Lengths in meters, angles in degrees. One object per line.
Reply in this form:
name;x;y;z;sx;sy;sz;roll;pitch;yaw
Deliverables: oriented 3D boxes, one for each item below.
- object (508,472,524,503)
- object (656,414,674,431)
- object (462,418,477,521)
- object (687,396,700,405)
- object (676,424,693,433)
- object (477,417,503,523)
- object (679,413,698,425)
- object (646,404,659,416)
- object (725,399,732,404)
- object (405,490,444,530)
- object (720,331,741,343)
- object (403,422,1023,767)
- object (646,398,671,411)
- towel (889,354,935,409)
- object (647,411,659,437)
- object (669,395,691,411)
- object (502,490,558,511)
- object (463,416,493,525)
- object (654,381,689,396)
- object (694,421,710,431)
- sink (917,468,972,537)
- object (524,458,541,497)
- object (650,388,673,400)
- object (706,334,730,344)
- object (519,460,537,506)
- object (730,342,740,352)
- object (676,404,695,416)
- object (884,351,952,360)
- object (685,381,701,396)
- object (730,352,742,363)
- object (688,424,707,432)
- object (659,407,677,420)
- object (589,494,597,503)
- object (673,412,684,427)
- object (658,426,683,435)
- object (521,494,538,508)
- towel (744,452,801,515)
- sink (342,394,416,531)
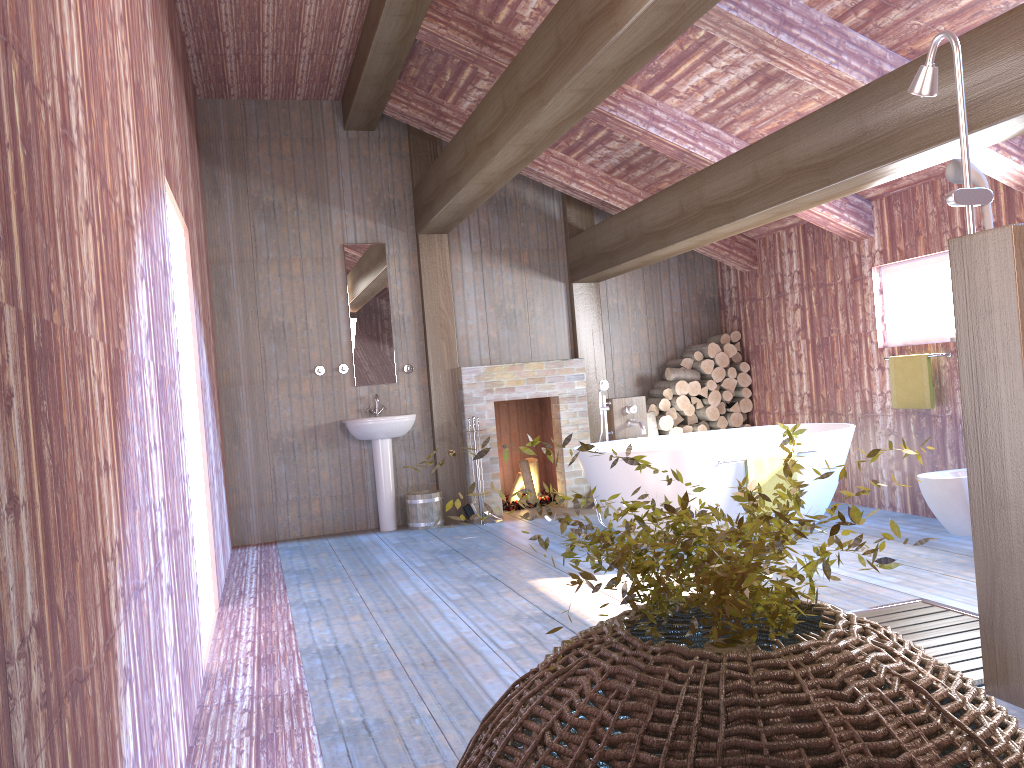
object;0.058;0.977;8.282;0.221;0.306;0.121;-5;0;11
object;1.290;0.341;7.965;0.138;0.147;0.440;-5;0;-16
object;-0.372;0.707;7.342;0.136;0.846;0.062;-5;0;-35
object;1.601;0.147;8.061;0.088;0.092;0.280;-5;0;-16
object;1.518;0.423;8.034;0.114;0.120;0.303;-5;0;-16
object;-0.227;0.708;7.372;0.206;0.871;0.126;-5;0;26
object;1.586;0.318;8.157;0.104;0.127;0.321;-5;0;-16
object;1.200;0.239;7.984;0.114;0.113;0.301;-5;0;-19
object;1.945;0.146;8.153;0.067;0.069;0.177;-5;0;-16
object;-0.723;1.044;7.363;0.309;0.290;0.308;-5;0;-6
object;2.008;-0.426;8.237;0.112;0.113;0.271;-5;0;-16
object;0.331;0.579;1.288;0.972;1.073;0.970;-5;0;-36
object;1.310;0.184;7.967;0.115;0.123;0.291;-5;0;-16
towel;2.670;-0.013;5.936;0.032;0.361;0.370;-5;0;-16
object;1.217;0.389;7.764;0.147;0.298;0.109;-5;0;-14
object;1.440;0.172;8.011;0.141;0.143;0.437;-5;0;-18
object;0.085;1.097;8.448;0.829;0.085;0.935;-5;0;-34
object;-0.318;0.713;7.412;0.276;0.888;0.333;-5;0;25
object;1.439;0.035;8.021;0.135;0.145;0.439;-5;0;-16
object;1.695;0.395;8.187;0.116;0.118;0.289;-5;0;-19
sink;2.709;0.652;5.349;0.515;0.517;0.335;-5;0;-16
object;0.192;0.925;8.388;0.140;0.459;0.266;-5;0;1
object;1.349;0.090;7.997;0.106;0.112;0.282;-5;0;-16
object;1.909;-0.395;8.206;0.104;0.121;0.270;-5;0;-16
object;0.153;0.913;8.139;0.098;0.434;0.283;-5;0;-18
object;2.015;-0.341;8.253;0.081;0.100;0.281;-5;0;-17
object;1.539;0.229;8.037;0.115;0.123;0.291;-5;0;-16
object;2.692;-0.182;5.942;0.091;0.043;0.581;-5;0;-16
object;1.550;0.040;8.054;0.138;0.147;0.440;-5;0;-16
object;2.019;-0.245;8.236;0.107;0.115;0.269;-5;0;-15
object;1.617;0.411;8.059;0.098;0.100;0.437;-5;0;-18
object;1.367;0.269;8.000;0.111;0.113;0.301;-5;0;-17
object;0.773;0.998;7.782;0.141;0.143;0.437;-5;0;-18
object;1.443;0.315;8.112;0.128;0.150;0.323;-5;0;-16
object;1.379;0.443;8.005;0.139;0.148;0.458;-5;0;-16
object;0.156;1.077;8.145;0.085;0.084;0.278;-5;0;30
towel;1.612;0.613;5.484;0.370;0.361;0.032;-5;0;-20
sink;-1.052;0.647;7.301;0.582;1.143;0.475;-5;0;-17
